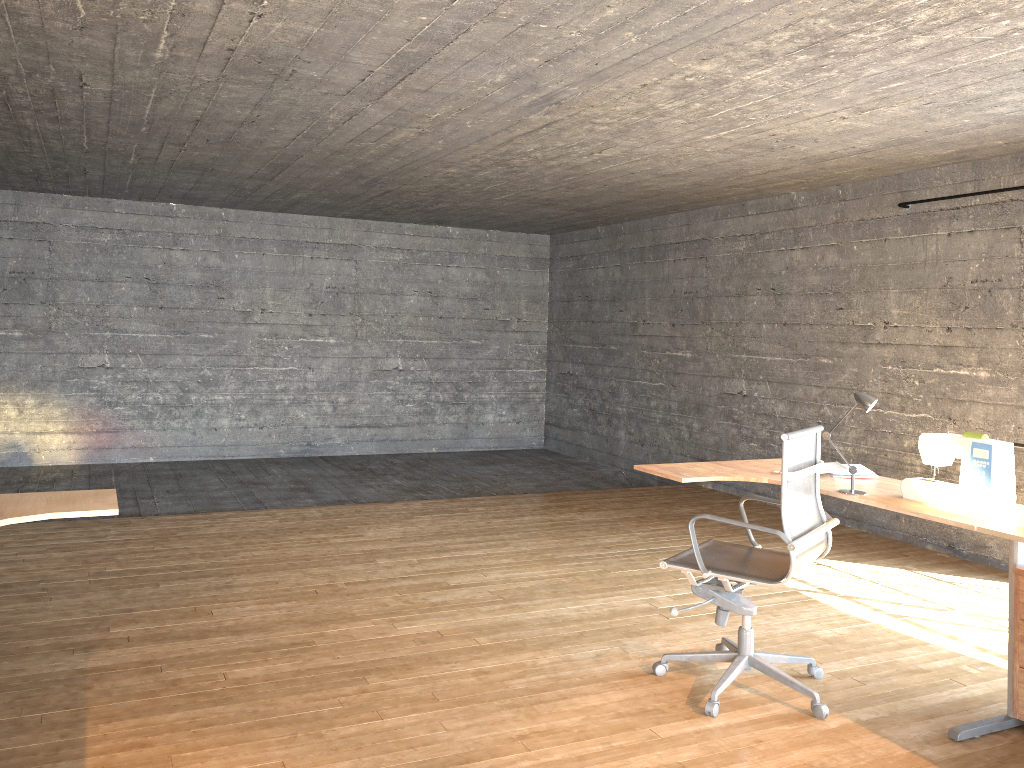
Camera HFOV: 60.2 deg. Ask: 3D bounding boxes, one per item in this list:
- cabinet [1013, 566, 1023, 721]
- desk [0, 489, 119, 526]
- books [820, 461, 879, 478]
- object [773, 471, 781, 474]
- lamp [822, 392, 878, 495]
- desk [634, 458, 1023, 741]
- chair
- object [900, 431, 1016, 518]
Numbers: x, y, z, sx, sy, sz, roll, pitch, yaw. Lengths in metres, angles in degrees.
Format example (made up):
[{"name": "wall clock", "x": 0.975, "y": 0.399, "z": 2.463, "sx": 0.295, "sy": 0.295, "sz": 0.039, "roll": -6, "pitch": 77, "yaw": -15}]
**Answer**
[{"name": "cabinet", "x": 2.047, "y": 0.949, "z": 3.015, "sx": 0.426, "sy": 0.573, "sz": 0.425, "roll": 2, "pitch": 0, "yaw": -28}, {"name": "desk", "x": -1.570, "y": 0.869, "z": 1.197, "sx": 3.255, "sy": 0.739, "sz": 3.476, "roll": 0, "pitch": 4, "yaw": -25}, {"name": "books", "x": 1.496, "y": 0.391, "z": 4.083, "sx": 0.317, "sy": 0.044, "sz": 0.307, "roll": 2, "pitch": 4, "yaw": 9}, {"name": "object", "x": 1.242, "y": 0.401, "z": 4.053, "sx": 0.142, "sy": 0.013, "sz": 0.128, "roll": 0, "pitch": 4, "yaw": -22}, {"name": "lamp", "x": 1.375, "y": 0.235, "z": 3.594, "sx": 0.105, "sy": 0.410, "sz": 0.207, "roll": 3, "pitch": -2, "yaw": -39}, {"name": "desk", "x": 1.468, "y": 0.873, "z": 2.636, "sx": 1.633, "sy": 0.739, "sz": 3.515, "roll": 1, "pitch": 4, "yaw": -24}, {"name": "chair", "x": 0.903, "y": 0.667, "z": 3.418, "sx": 0.685, "sy": 1.018, "sz": 0.651, "roll": 2, "pitch": 0, "yaw": 34}, {"name": "object", "x": 1.689, "y": 0.322, "z": 3.350, "sx": 0.136, "sy": 0.285, "sz": 0.403, "roll": 2, "pitch": 1, "yaw": -26}]
